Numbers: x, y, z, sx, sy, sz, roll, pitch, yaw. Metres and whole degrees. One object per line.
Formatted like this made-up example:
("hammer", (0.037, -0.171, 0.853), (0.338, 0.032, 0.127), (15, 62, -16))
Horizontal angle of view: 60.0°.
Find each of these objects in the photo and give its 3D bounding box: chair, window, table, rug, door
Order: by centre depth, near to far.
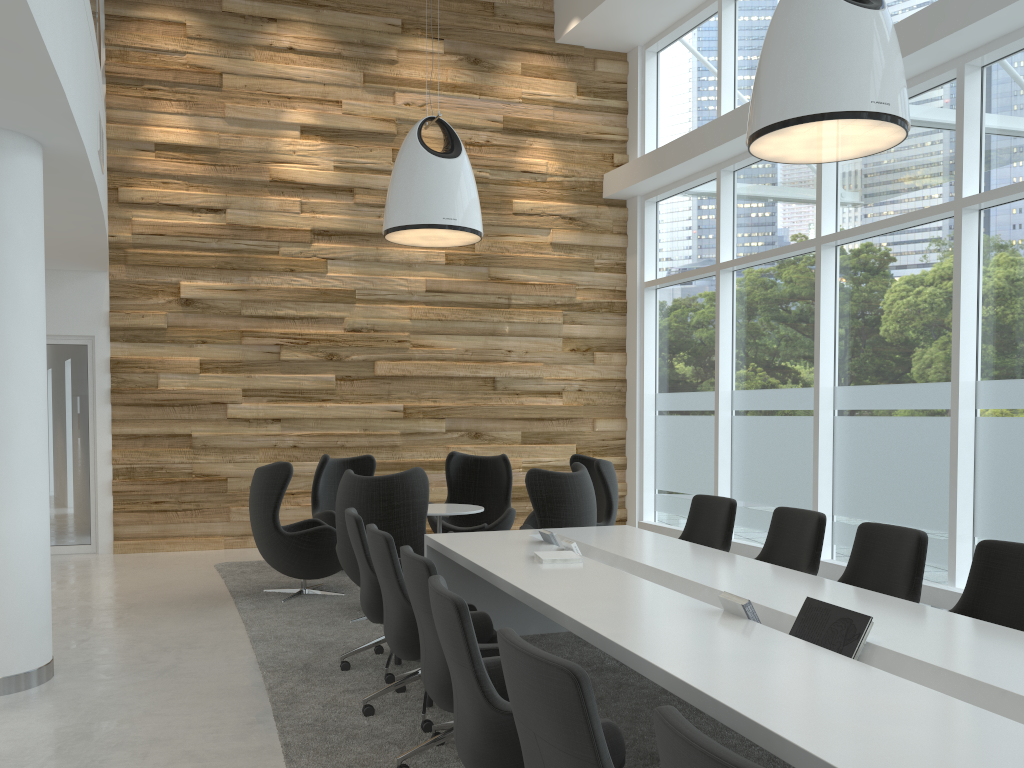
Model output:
("chair", (0.606, 1.120, 1.688), (0.674, 0.968, 0.684), (0, 1, -19))
("window", (-16.401, -1.455, 1.779), (62.887, 6.152, 30.802), (-1, -2, 21))
("chair", (0.289, 1.142, 2.358), (0.674, 0.968, 0.684), (0, 1, -24))
("chair", (0.017, 1.166, 3.094), (0.674, 0.968, 0.684), (0, 1, -14))
("table", (1.176, 1.284, 3.105), (1.500, 0.740, 6.551), (0, -2, -19))
("rug", (0.922, 1.664, 3.390), (3.938, 0.011, 13.438), (1, -2, -18))
("chair", (2.039, 1.189, 3.828), (0.674, 0.968, 0.684), (0, 1, -24))
("chair", (-0.170, 1.191, 3.834), (0.674, 0.968, 0.684), (0, 1, -19))
("chair", (1.722, 1.211, 4.498), (0.674, 0.968, 0.684), (0, 1, -19))
("chair", (-0.444, 1.216, 4.606), (0.674, 0.968, 0.684), (0, 1, -19))
("chair", (1.502, 1.237, 5.282), (0.674, 0.968, 0.684), (0, 1, -19))
("chair", (-0.704, 1.242, 5.376), (0.674, 0.968, 0.684), (0, 1, -14))
("chair", (1.188, 1.264, 6.100), (0.674, 0.968, 0.684), (0, 1, -24))
("chair", (-0.894, 1.196, 6.789), (0.914, 1.155, 0.916), (0, 1, 1))
("chair", (0.235, 1.207, 7.145), (0.917, 1.155, 0.913), (0, 1, 31))
("chair", (-1.752, 1.221, 7.542), (0.917, 1.155, 0.913), (0, 1, -29))
("table", (-0.648, 1.456, 7.915), (0.799, 0.698, 0.798), (0, 0, 6))
("chair", (0.532, 1.246, 8.347), (0.917, 1.155, 0.913), (0, 1, -29))
("chair", (-1.518, 1.258, 8.689), (0.917, 1.155, 0.913), (0, 1, 31))
("chair", (-0.415, 1.270, 9.068), (0.914, 1.155, 0.916), (0, 1, 1))
("door", (-5.445, 0.669, 9.564), (1.805, 2.406, 0.132), (0, 2, -16))

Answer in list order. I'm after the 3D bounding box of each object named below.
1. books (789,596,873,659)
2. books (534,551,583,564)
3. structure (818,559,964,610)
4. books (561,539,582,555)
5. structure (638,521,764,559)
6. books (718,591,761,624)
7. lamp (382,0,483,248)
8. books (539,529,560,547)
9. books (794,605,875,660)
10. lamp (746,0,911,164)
("books", (1.154, 0.940, 3.286), (0.139, 0.230, 0.356), (0, -1, -19))
("books", (0.254, 0.961, 4.925), (0.224, 0.026, 0.263), (0, -2, -9))
("structure", (3.325, 1.672, 6.864), (0.150, 0.214, 2.687), (0, -2, -20))
("books", (0.384, 1.035, 5.258), (0.139, 0.223, 0.162), (0, 1, -19))
("structure", (2.158, 1.769, 9.800), (0.150, 0.214, 2.687), (0, -2, -23))
("books", (0.948, 0.971, 3.592), (0.153, 0.239, 0.190), (0, 1, -19))
("lamp", (-0.695, -3.105, 7.737), (0.884, 3.655, 0.882), (1, 2, 20))
("books", (0.269, 1.038, 5.576), (0.153, 0.241, 0.182), (0, 1, -19))
("books", (1.163, 0.958, 3.310), (0.158, 0.242, 0.352), (0, 0, -19))
("lamp", (1.787, -3.197, 4.986), (0.884, 3.655, 0.882), (1, 2, 24))
